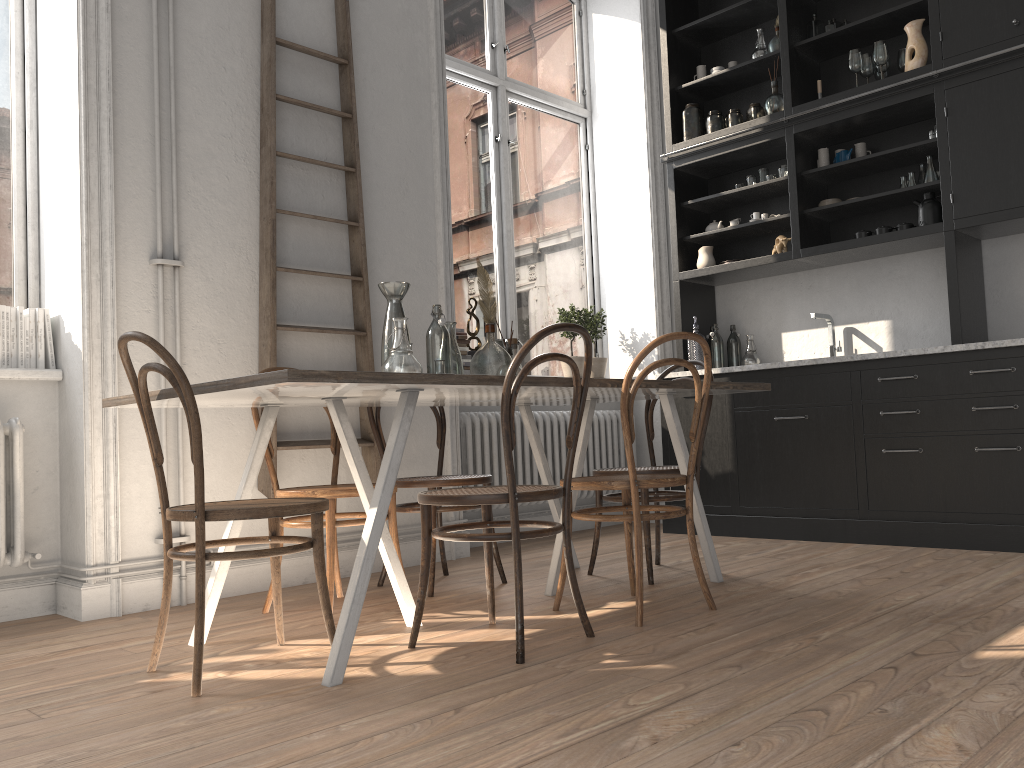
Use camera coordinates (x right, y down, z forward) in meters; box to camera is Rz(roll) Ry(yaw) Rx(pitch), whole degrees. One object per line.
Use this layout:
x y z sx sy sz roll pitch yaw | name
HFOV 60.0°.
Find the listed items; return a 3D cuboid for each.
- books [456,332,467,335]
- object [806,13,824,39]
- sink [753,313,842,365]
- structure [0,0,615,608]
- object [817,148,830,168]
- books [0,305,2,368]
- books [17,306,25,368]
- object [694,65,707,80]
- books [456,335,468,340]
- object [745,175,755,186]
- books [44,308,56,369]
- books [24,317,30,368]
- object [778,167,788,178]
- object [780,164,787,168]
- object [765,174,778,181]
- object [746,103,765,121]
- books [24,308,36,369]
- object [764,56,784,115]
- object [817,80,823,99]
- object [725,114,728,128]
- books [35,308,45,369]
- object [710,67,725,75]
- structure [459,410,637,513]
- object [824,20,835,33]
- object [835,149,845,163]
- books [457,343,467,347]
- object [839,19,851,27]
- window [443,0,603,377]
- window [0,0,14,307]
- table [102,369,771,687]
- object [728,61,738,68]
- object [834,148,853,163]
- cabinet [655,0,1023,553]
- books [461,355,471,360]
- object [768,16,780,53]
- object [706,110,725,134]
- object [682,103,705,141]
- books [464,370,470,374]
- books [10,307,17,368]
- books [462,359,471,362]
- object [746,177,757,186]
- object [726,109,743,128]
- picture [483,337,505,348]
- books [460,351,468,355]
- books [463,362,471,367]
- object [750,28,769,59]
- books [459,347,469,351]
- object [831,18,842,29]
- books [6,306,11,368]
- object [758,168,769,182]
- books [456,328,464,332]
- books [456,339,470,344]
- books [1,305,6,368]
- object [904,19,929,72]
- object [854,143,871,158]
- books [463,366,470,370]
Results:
-0.383 -0.280 5.039 0.155 0.020 0.205 -6 -5 45 | books
1.733 -2.021 5.066 0.084 0.199 0.065 -1 -3 -23 | object
1.691 -0.151 4.964 0.526 0.504 0.514 -6 -5 45 | sink
-1.101 -1.341 4.088 0.340 4.472 5.182 -5 -4 45 | structure
1.766 -1.258 5.024 0.059 0.135 0.082 -3 -3 13 | object
-2.000 -0.172 3.404 0.175 0.243 0.024 -6 -4 45 | books
-1.947 -0.171 3.470 0.174 0.243 0.019 -6 -4 45 | books
1.195 -1.933 5.606 0.059 0.135 0.082 -1 -3 -17 | object
-0.392 -0.258 5.028 0.231 0.023 0.162 0 -4 -30 | books
1.452 -1.209 5.391 0.060 0.107 0.060 -3 -3 12 | object
-1.875 -0.169 3.542 0.174 0.244 0.040 -6 -4 45 | books
-1.931 -0.152 3.486 0.155 0.205 0.020 -6 -4 45 | books
1.572 -1.210 5.133 0.064 0.069 0.064 -5 -4 37 | object
1.607 -1.227 5.202 0.060 0.107 0.060 -3 -3 17 | object
1.520 -1.194 5.190 0.071 0.047 0.072 -2 -3 -7 | object
1.481 -1.606 5.387 0.092 0.184 0.092 -1 -4 -31 | object
-1.930 -0.168 3.518 0.175 0.243 0.024 -6 -4 45 | books
1.512 -1.711 5.106 0.134 0.357 0.134 -2 -3 0 | object
1.728 -1.630 4.977 0.123 0.161 0.123 0 -4 -36 | object
1.371 -1.588 5.527 0.092 0.184 0.092 -3 -3 10 | object
-1.898 -0.170 3.522 0.175 0.243 0.024 -6 -4 45 | books
1.289 -1.922 5.546 0.096 0.095 0.096 -2 -3 -11 | object
0.220 0.439 5.355 0.194 0.552 1.577 -5 -5 45 | structure
1.790 -1.989 4.994 0.053 0.125 0.041 -3 -3 12 | object
1.863 -1.261 5.046 0.082 0.135 0.059 -1 -3 -17 | object
-0.380 -0.216 5.035 0.155 0.022 0.205 -5 -5 40 | books
1.881 -1.992 4.995 0.044 0.121 0.058 -1 -3 -18 | object
2.061 -5.495 12.504 26.409 15.928 14.386 -6 -5 45 | window
-2.657 -1.512 3.117 0.013 2.842 1.622 -5 -4 45 | window
-0.106 0.410 3.158 1.100 0.779 2.200 -6 -5 45 | table
1.391 -1.945 5.545 0.059 0.135 0.082 -1 -3 -22 | object
1.846 -1.246 4.938 0.082 0.093 0.140 -3 -3 10 | object
2.177 -1.010 4.448 3.252 3.581 0.635 -6 -4 45 | cabinet
-0.384 -0.146 5.032 0.193 0.028 0.245 -5 -5 40 | books
1.555 -2.078 5.186 0.123 0.340 0.118 -1 -3 -26 | object
1.242 -1.580 5.414 0.114 0.155 0.114 0 -4 -42 | object
1.125 -1.611 5.502 0.118 0.238 0.118 -4 -4 30 | object
-0.377 -0.052 5.008 0.192 0.043 0.248 -6 -5 45 | books
-1.977 -0.169 3.470 0.175 0.243 0.024 -6 -4 45 | books
-0.381 -0.125 5.030 0.255 0.014 0.193 1 -5 -42 | books
1.433 -1.194 5.297 0.064 0.069 0.064 -3 -3 2 | object
1.352 -1.584 5.380 0.096 0.150 0.096 -4 -4 33 | object
-0.117 -0.145 5.361 0.149 0.264 0.221 -4 -4 28 | picture
-0.378 -0.171 5.033 0.205 0.022 0.155 0 -4 -31 | books
-0.377 -0.108 5.012 0.249 0.023 0.175 1 -5 -45 | books
1.490 -2.007 5.296 0.132 0.219 0.132 -3 -3 19 | object
-0.381 -0.194 5.041 0.158 0.024 0.222 -6 -5 45 | books
1.855 -2.012 5.102 0.065 0.177 0.084 -1 -3 -23 | object
-1.989 -0.170 3.452 0.174 0.243 0.019 -6 -4 45 | books
1.493 -1.219 5.256 0.060 0.107 0.060 -1 -3 -18 | object
-0.395 -0.301 5.043 0.159 0.024 0.201 -5 -4 35 | books
-0.385 -0.237 5.033 0.174 0.019 0.244 -6 -5 45 | books
-1.991 -0.172 3.426 0.174 0.243 0.019 -6 -4 45 | books
2.075 -1.723 4.554 0.094 0.267 0.116 -2 -3 -3 | object
1.957 -1.272 4.943 0.082 0.135 0.059 -4 -3 28 | object
-0.376 -0.085 5.010 0.175 0.023 0.249 -5 -5 40 | books
